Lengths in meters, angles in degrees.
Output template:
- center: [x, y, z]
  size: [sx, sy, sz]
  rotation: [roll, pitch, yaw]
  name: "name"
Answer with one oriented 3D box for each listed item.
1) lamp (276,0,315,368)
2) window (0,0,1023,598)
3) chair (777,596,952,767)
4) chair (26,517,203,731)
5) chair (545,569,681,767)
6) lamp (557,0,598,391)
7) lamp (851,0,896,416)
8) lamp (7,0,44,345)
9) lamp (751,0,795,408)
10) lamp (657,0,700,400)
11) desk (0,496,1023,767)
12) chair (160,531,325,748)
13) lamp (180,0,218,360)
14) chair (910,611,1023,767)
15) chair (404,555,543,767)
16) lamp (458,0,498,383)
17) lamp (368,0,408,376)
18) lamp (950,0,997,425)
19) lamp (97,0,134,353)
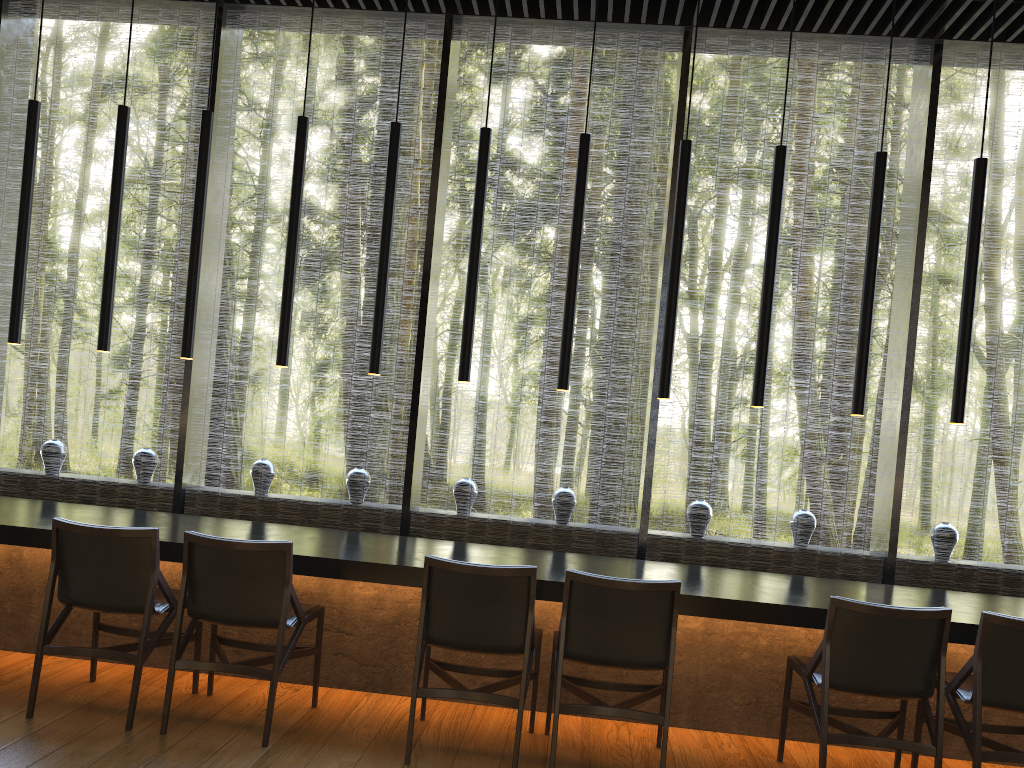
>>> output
- center: [-1.060, -1.292, 4.478]
  size: [0.060, 2.421, 0.060]
  rotation: [5, 0, 10]
  name: "lamp"
- center: [-9.374, -1.562, 0.611]
  size: [31.856, 4.227, 12.074]
  rotation: [5, -3, 5]
  name: "window"
- center: [1.456, 1.273, 3.647]
  size: [0.525, 0.827, 0.563]
  rotation: [5, -1, 5]
  name: "chair"
- center: [-1.724, 1.004, 3.906]
  size: [0.525, 0.827, 0.563]
  rotation: [5, -1, 5]
  name: "chair"
- center: [0.424, 1.186, 3.731]
  size: [0.525, 0.827, 0.563]
  rotation: [5, -1, 5]
  name: "chair"
- center: [0.357, -1.172, 4.363]
  size: [0.060, 2.421, 0.060]
  rotation: [5, 0, 0]
  name: "lamp"
- center: [1.767, -1.053, 4.248]
  size: [0.060, 2.421, 0.060]
  rotation: [5, 0, 0]
  name: "lamp"
- center: [-2.481, -1.412, 4.594]
  size: [0.060, 2.421, 0.060]
  rotation: [5, 0, 0]
  name: "lamp"
- center: [1.298, -1.092, 4.286]
  size: [0.060, 2.421, 0.060]
  rotation: [5, 0, 0]
  name: "lamp"
- center: [0.847, -1.130, 4.323]
  size: [0.060, 2.421, 0.060]
  rotation: [5, 0, 10]
  name: "lamp"
- center: [-8.671, 0.468, 4.845]
  size: [28.707, 0.760, 1.783]
  rotation: [5, -3, 5]
  name: "desk"
- center: [-1.153, 1.052, 3.860]
  size: [0.525, 0.827, 0.563]
  rotation: [5, -1, 5]
  name: "chair"
- center: [-1.558, -1.334, 4.519]
  size: [0.060, 2.421, 0.060]
  rotation: [5, 0, 0]
  name: "lamp"
- center: [2.027, 1.321, 3.601]
  size: [0.525, 0.827, 0.563]
  rotation: [5, -1, 5]
  name: "chair"
- center: [-0.147, 1.137, 3.778]
  size: [0.525, 0.827, 0.563]
  rotation: [5, -1, 5]
  name: "chair"
- center: [-0.134, -1.213, 4.403]
  size: [0.060, 2.421, 0.060]
  rotation: [5, 0, 10]
  name: "lamp"
- center: [-0.585, -1.251, 4.439]
  size: [0.060, 2.421, 0.060]
  rotation: [5, 0, 0]
  name: "lamp"
- center: [2.226, -1.014, 4.210]
  size: [0.060, 2.421, 0.060]
  rotation: [5, 0, 0]
  name: "lamp"
- center: [-2.000, -1.371, 4.555]
  size: [0.060, 2.421, 0.060]
  rotation: [5, 0, 0]
  name: "lamp"
